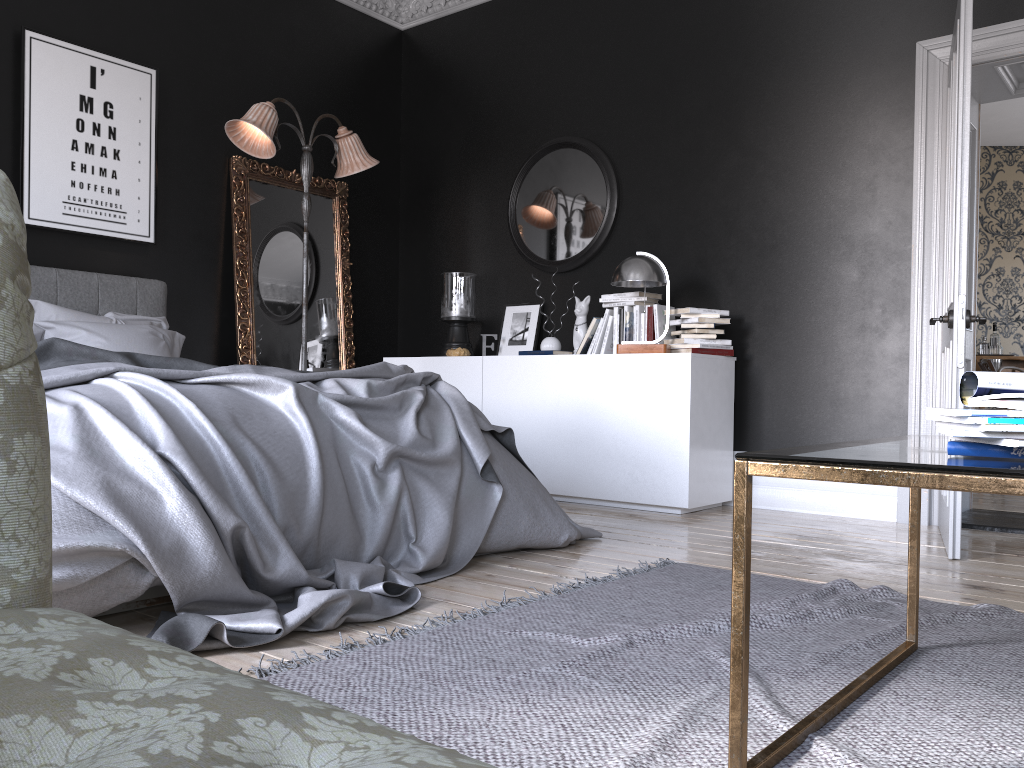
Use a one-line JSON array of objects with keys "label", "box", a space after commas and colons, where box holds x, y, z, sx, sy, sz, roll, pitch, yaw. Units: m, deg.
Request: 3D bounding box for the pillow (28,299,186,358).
[{"label": "pillow", "box": [-2.406, -0.178, 4.450, 0.680, 0.760, 1.830, 1, 0, 38]}]

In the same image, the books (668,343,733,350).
[{"label": "books", "box": [1.096, -0.213, 5.157, 0.319, 0.025, 0.228, 1, -1, -41]}]

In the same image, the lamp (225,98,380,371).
[{"label": "lamp", "box": [-1.297, -0.527, 5.555, 0.986, 2.412, 0.772, 1, 1, -19]}]

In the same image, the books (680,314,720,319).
[{"label": "books", "box": [1.107, -0.387, 5.202, 0.220, 0.024, 0.307, 1, 0, 14]}]

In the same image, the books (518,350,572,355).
[{"label": "books", "box": [0.210, -0.189, 5.509, 0.289, 0.030, 0.193, 0, -1, 44]}]

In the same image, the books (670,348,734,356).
[{"label": "books", "box": [1.095, -0.182, 5.147, 0.295, 0.038, 0.234, 1, 0, -24]}]

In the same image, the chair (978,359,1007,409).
[{"label": "chair", "box": [3.759, 0.290, 6.543, 0.540, 0.949, 0.420, 1, 1, 18]}]

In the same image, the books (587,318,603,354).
[{"label": "books", "box": [0.576, -0.289, 5.605, 0.132, 0.245, 0.195, 1, 0, 39]}]

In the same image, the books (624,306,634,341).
[{"label": "books", "box": [0.755, -0.318, 5.460, 0.024, 0.307, 0.220, 1, 1, 39]}]

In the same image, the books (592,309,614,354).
[{"label": "books", "box": [0.613, -0.315, 5.573, 0.126, 0.296, 0.220, 1, 0, 39]}]

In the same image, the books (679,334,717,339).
[{"label": "books", "box": [1.084, -0.271, 5.189, 0.203, 0.029, 0.268, 1, 0, 9]}]

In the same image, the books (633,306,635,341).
[{"label": "books", "box": [0.813, -0.317, 5.449, 0.030, 0.307, 0.221, 1, 1, 39]}]

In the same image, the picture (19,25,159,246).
[{"label": "picture", "box": [-2.415, -1.393, 5.111, 0.014, 1.079, 0.792, 1, 1, 39]}]

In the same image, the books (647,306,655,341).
[{"label": "books", "box": [0.890, -0.311, 5.355, 0.038, 0.295, 0.235, 1, 1, 39]}]

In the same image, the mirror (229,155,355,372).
[{"label": "mirror", "box": [-1.482, -0.410, 6.180, 0.254, 2.192, 0.991, 1, 1, 39]}]

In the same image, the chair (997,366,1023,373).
[{"label": "chair", "box": [4.173, 0.313, 7.080, 0.439, 0.923, 0.550, 1, 0, -14]}]

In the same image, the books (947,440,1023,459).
[{"label": "books", "box": [0.853, 0.108, 1.440, 0.231, 0.023, 0.162, 1, -1, 39]}]

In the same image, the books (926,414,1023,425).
[{"label": "books", "box": [0.873, 0.059, 1.430, 0.318, 0.011, 0.252, 1, 0, 10]}]

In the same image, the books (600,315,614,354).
[{"label": "books", "box": [0.640, -0.294, 5.554, 0.091, 0.256, 0.195, 1, 0, 39]}]

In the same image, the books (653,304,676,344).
[{"label": "books", "box": [0.922, -0.316, 5.327, 0.050, 0.308, 0.220, 1, 1, 39]}]

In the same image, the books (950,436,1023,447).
[{"label": "books", "box": [0.908, 0.091, 1.403, 0.318, 0.011, 0.252, 1, 0, 5]}]

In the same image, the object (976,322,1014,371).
[{"label": "object", "box": [5.999, -0.424, 10.965, 0.441, 0.682, 0.631, 1, 0, 8]}]

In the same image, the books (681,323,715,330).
[{"label": "books", "box": [1.088, -0.331, 5.183, 0.193, 0.030, 0.289, 1, 0, 13]}]

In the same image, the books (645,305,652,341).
[{"label": "books", "box": [0.879, -0.316, 5.397, 0.030, 0.307, 0.221, 1, 1, 39]}]

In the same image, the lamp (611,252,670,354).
[{"label": "lamp", "box": [0.736, -0.464, 5.095, 0.340, 0.590, 0.328, 1, 0, 19]}]

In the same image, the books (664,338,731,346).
[{"label": "books", "box": [1.080, -0.242, 5.180, 0.318, 0.031, 0.229, 1, 0, -21]}]

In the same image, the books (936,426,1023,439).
[{"label": "books", "box": [0.869, 0.080, 1.422, 0.318, 0.011, 0.252, 1, 0, 20]}]

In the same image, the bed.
[{"label": "bed", "box": [-1.577, 0.015, 3.713, 3.283, 1.298, 2.765, 1, 0, 27]}]

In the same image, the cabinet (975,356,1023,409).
[{"label": "cabinet", "box": [6.109, 0.236, 10.800, 0.913, 1.199, 0.904, 1, 0, 4]}]

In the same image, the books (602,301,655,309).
[{"label": "books", "box": [0.721, -0.487, 5.490, 0.195, 0.026, 0.258, 1, -1, -41]}]

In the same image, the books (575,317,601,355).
[{"label": "books", "box": [0.525, -0.291, 5.607, 0.158, 0.246, 0.203, 1, 0, 39]}]

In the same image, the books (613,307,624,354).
[{"label": "books", "box": [0.703, -0.318, 5.537, 0.030, 0.307, 0.221, 1, 1, 39]}]

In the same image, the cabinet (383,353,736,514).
[{"label": "cabinet", "box": [0.197, 0.269, 5.740, 2.396, 0.882, 0.570, 1, 0, 39]}]

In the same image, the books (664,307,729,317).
[{"label": "books", "box": [1.076, -0.414, 5.175, 0.306, 0.030, 0.220, 1, -1, -31]}]

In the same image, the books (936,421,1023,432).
[{"label": "books", "box": [0.883, 0.069, 1.414, 0.318, 0.011, 0.252, 1, 0, 10]}]

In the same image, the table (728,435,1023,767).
[{"label": "table", "box": [1.268, 0.407, 1.440, 1.448, 0.558, 1.093, 1, 0, 39]}]

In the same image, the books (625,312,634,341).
[{"label": "books", "box": [0.751, -0.298, 5.413, 0.029, 0.270, 0.204, 1, 1, 39]}]

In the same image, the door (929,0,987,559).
[{"label": "door", "box": [2.055, -0.464, 4.089, 0.216, 2.374, 1.098, 1, 1, 26]}]

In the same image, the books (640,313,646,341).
[{"label": "books", "box": [0.840, -0.293, 5.395, 0.026, 0.259, 0.195, 1, 1, 39]}]

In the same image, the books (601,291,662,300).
[{"label": "books", "box": [0.742, -0.539, 5.506, 0.220, 0.030, 0.306, 1, -1, -41]}]

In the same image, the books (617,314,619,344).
[{"label": "books", "box": [0.713, -0.295, 5.496, 0.026, 0.259, 0.195, 1, 1, 39]}]

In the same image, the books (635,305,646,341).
[{"label": "books", "box": [0.817, -0.317, 5.411, 0.024, 0.307, 0.220, 1, 1, 39]}]

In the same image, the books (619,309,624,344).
[{"label": "books", "box": [0.719, -0.310, 5.459, 0.030, 0.289, 0.193, 1, 1, 38]}]

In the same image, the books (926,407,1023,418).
[{"label": "books", "box": [0.868, 0.048, 1.436, 0.318, 0.011, 0.252, 1, 0, 15]}]

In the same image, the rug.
[{"label": "rug", "box": [1.321, 0.676, 1.590, 3.644, 0.050, 2.106, 1, -1, 39]}]

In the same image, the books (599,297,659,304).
[{"label": "books", "box": [0.726, -0.512, 5.484, 0.307, 0.024, 0.220, 1, -1, 29]}]

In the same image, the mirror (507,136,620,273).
[{"label": "mirror", "box": [0.327, -1.227, 6.072, 0.924, 0.924, 0.061, 1, 1, 39]}]

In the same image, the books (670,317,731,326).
[{"label": "books", "box": [1.096, -0.361, 5.184, 0.220, 0.030, 0.306, 1, 0, -21]}]

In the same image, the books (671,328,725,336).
[{"label": "books", "box": [1.084, -0.301, 5.198, 0.193, 0.030, 0.289, 1, 0, -20]}]

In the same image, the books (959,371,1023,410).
[{"label": "books", "box": [0.936, 0.036, 1.393, 0.322, 0.109, 0.273, 1, 0, -16]}]
